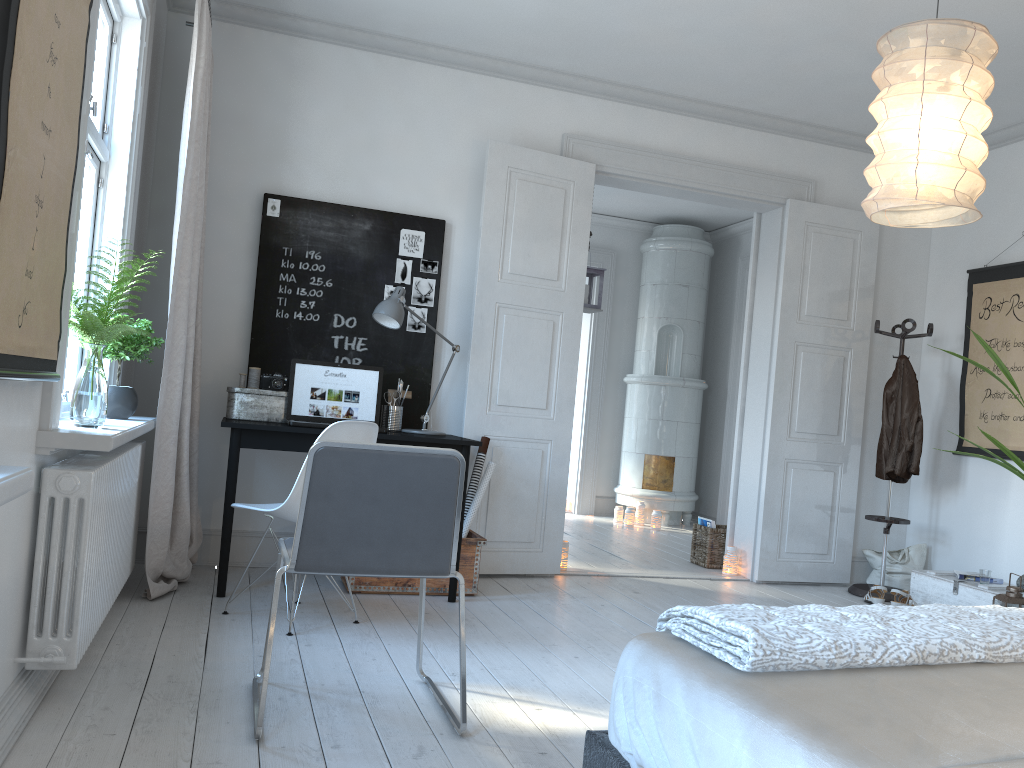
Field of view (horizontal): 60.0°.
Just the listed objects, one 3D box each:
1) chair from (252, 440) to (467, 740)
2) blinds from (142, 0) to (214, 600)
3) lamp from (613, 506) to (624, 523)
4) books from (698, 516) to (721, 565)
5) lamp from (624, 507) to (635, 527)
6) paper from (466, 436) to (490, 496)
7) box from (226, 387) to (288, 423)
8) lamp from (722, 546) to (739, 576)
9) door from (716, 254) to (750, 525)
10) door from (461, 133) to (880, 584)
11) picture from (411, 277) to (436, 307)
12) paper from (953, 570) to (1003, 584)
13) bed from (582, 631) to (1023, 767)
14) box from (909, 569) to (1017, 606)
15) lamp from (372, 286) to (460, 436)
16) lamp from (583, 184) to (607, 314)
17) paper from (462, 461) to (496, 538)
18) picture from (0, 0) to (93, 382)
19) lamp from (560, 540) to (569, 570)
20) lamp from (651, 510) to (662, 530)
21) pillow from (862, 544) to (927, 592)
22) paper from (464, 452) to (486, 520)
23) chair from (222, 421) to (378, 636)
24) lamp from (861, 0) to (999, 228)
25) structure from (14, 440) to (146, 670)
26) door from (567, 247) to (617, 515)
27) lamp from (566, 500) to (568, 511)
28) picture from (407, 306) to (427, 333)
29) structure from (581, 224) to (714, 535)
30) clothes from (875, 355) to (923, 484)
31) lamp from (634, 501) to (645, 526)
[{"bbox_3d":[-0.434,0.559,2.606,0.562,0.797,0.524,5,-1,-17],"label":"chair"},{"bbox_3d":[-1.415,-0.417,3.990,0.225,2.646,0.831,5,-1,-17],"label":"blinds"},{"bbox_3d":[0.952,1.165,7.911,0.084,0.146,0.084,5,-1,-13],"label":"lamp"},{"bbox_3d":[1.365,1.052,5.933,0.201,0.300,0.179,5,-1,-17],"label":"books"},{"bbox_3d":[1.020,1.154,7.690,0.089,0.166,0.089,5,-1,-16],"label":"lamp"},{"bbox_3d":[-0.230,0.643,4.605,0.048,0.746,0.297,5,-1,28],"label":"paper"},{"bbox_3d":[-1.225,0.102,4.303,0.317,0.152,0.193,6,-1,-17],"label":"box"},{"bbox_3d":[1.370,1.107,5.553,0.093,0.179,0.093,6,-1,-34],"label":"lamp"},{"bbox_3d":[2.349,0.093,7.388,0.306,2.505,1.598,5,-1,-17],"label":"door"},{"bbox_3d":[0.930,-0.093,5.374,2.600,2.505,0.577,5,-1,-17],"label":"door"},{"bbox_3d":[-0.475,-0.497,4.757,0.121,0.152,0.002,5,-1,-17],"label":"picture"},{"bbox_3d":[2.598,1.078,4.949,0.221,0.031,0.175,5,-2,15],"label":"paper"},{"bbox_3d":[1.246,0.532,0.946,1.889,1.046,2.176,6,-2,-17],"label":"bed"},{"bbox_3d":[2.565,1.182,4.889,0.376,0.218,0.641,6,-2,-17],"label":"box"},{"bbox_3d":[-0.485,-0.108,4.475,0.230,0.716,0.617,4,-1,44],"label":"lamp"},{"bbox_3d":[0.607,-1.426,6.660,0.228,1.761,0.228,5,-1,-20],"label":"lamp"},{"bbox_3d":[-0.222,0.699,4.473,0.283,0.626,0.041,6,-1,-39],"label":"paper"},{"bbox_3d":[-1.046,-0.660,1.990,0.057,1.313,0.793,5,-1,-17],"label":"picture"},{"bbox_3d":[0.285,1.005,5.205,0.089,0.166,0.089,5,-1,-25],"label":"lamp"},{"bbox_3d":[1.244,1.173,7.640,0.089,0.166,0.089,5,-1,-18],"label":"lamp"},{"bbox_3d":[2.406,1.140,5.569,0.317,0.314,0.273,5,-1,-16],"label":"pillow"},{"bbox_3d":[-0.239,0.682,4.529,0.043,0.669,0.266,5,-1,28],"label":"paper"},{"bbox_3d":[-0.834,0.538,3.581,0.554,0.824,0.475,4,-1,38],"label":"chair"},{"bbox_3d":[1.265,-1.102,2.637,0.338,1.231,0.341,5,-1,14],"label":"lamp"},{"bbox_3d":[-1.463,0.501,3.062,0.195,0.547,1.505,5,-2,-17],"label":"structure"},{"bbox_3d":[0.043,-0.086,8.255,2.600,2.505,0.577,5,-1,-17],"label":"door"},{"bbox_3d":[0.482,1.148,8.423,0.093,0.110,0.093,5,-1,0],"label":"lamp"},{"bbox_3d":[-0.508,-0.347,4.749,0.103,0.136,0.001,5,-1,-17],"label":"picture"},{"bbox_3d":[1.334,-0.056,8.086,0.800,2.827,1.249,5,-1,28],"label":"structure"},{"bbox_3d":[2.317,0.208,5.271,0.237,0.770,0.211,5,-1,16],"label":"clothes"},{"bbox_3d":[1.134,1.147,7.864,0.098,0.210,0.098,5,-1,-13],"label":"lamp"}]
